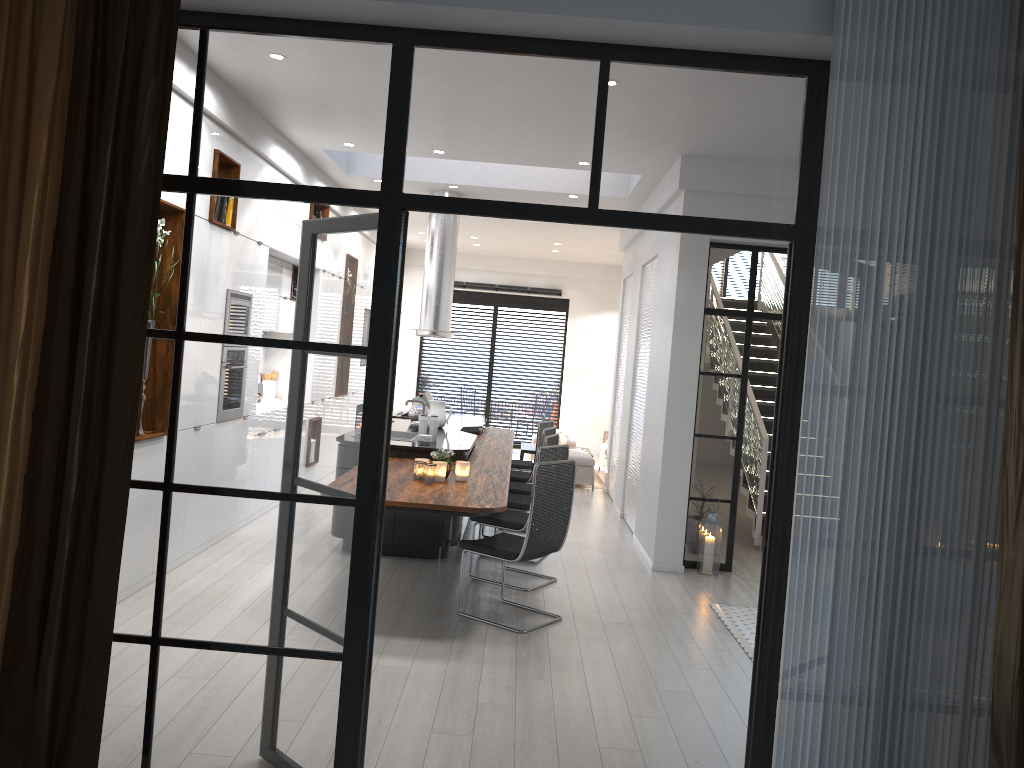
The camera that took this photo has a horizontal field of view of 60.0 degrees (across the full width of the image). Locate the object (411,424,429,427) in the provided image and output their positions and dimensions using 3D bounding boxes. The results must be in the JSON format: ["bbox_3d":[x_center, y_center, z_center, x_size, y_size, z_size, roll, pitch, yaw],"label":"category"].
[{"bbox_3d":[-0.812,0.397,8.254,0.264,0.033,0.264,6,2,37],"label":"object"}]

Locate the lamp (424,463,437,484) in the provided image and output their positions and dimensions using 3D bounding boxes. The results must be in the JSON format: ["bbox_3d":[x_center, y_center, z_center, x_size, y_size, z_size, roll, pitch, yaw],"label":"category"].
[{"bbox_3d":[-0.517,0.565,5.590,0.078,0.120,0.078,4,1,-16],"label":"lamp"}]

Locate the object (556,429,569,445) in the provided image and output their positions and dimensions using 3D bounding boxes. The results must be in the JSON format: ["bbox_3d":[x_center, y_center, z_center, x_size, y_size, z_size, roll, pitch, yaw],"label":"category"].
[{"bbox_3d":[0.673,0.889,13.873,0.418,0.355,0.761,5,2,9],"label":"object"}]

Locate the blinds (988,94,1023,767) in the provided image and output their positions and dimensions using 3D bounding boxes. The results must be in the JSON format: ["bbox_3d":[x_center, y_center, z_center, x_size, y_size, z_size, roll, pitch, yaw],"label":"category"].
[{"bbox_3d":[1.815,0.181,2.594,0.811,3.044,0.255,5,0,1],"label":"blinds"}]

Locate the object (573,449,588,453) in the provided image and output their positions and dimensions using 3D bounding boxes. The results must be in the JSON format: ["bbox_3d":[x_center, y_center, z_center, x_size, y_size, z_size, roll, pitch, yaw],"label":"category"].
[{"bbox_3d":[0.978,0.947,12.594,0.281,0.032,0.533,5,2,13],"label":"object"}]

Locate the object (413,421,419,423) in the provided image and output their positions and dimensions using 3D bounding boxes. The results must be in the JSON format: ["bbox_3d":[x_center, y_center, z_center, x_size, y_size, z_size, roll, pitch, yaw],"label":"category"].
[{"bbox_3d":[-0.810,0.366,8.253,0.229,0.016,0.229,5,2,-3],"label":"object"}]

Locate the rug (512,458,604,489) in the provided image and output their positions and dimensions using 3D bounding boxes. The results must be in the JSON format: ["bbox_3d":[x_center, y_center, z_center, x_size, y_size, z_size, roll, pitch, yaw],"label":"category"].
[{"bbox_3d":[0.459,1.253,12.783,1.623,0.020,2.521,5,2,0],"label":"rug"}]

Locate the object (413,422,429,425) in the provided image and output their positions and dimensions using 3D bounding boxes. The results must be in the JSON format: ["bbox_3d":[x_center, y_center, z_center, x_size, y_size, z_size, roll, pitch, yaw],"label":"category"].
[{"bbox_3d":[-0.810,0.371,8.253,0.229,0.016,0.229,5,2,-3],"label":"object"}]

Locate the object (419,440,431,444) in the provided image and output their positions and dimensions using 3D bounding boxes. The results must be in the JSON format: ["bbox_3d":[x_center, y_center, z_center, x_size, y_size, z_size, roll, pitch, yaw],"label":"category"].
[{"bbox_3d":[-0.692,0.458,7.045,0.111,0.023,0.111,5,2,13],"label":"object"}]

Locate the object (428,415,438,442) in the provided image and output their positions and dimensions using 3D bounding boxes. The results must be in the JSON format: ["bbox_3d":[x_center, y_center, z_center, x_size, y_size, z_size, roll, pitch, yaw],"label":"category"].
[{"bbox_3d":[-0.638,0.359,7.197,0.071,0.219,0.071,5,1,27],"label":"object"}]

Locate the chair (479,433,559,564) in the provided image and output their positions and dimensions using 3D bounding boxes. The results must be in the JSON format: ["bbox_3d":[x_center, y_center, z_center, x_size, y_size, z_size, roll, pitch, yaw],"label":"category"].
[{"bbox_3d":[0.043,0.899,7.327,0.537,1.018,0.470,5,1,16],"label":"chair"}]

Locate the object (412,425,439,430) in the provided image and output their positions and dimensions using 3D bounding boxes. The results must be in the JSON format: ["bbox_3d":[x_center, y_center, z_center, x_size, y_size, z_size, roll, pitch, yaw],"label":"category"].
[{"bbox_3d":[-0.812,0.404,8.254,0.264,0.033,0.264,6,2,37],"label":"object"}]

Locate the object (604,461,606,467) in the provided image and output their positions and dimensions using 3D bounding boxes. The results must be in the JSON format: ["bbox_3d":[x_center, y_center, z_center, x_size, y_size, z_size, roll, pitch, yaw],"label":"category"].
[{"bbox_3d":[1.644,0.956,11.874,0.722,0.493,0.711,5,1,-3],"label":"object"}]

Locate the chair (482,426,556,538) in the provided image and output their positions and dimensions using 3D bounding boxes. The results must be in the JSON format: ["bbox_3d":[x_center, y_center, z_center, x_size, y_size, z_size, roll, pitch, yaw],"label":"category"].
[{"bbox_3d":[0.052,0.876,8.046,0.537,1.018,0.470,5,1,16],"label":"chair"}]

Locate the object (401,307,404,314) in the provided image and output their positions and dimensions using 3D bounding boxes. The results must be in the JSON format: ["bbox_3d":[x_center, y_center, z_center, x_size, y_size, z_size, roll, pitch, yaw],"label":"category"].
[{"bbox_3d":[-2.027,-1.010,14.544,0.480,0.626,0.315,5,1,-8],"label":"object"}]

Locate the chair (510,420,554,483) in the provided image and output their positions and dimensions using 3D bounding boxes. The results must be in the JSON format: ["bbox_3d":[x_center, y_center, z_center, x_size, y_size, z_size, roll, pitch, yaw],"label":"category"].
[{"bbox_3d":[0.059,0.850,8.860,0.537,1.018,0.470,5,1,21],"label":"chair"}]

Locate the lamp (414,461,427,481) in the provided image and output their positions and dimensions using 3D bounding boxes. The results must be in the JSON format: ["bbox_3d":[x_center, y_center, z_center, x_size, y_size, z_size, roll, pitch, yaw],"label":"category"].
[{"bbox_3d":[-0.588,0.557,5.656,0.078,0.120,0.078,4,1,-16],"label":"lamp"}]

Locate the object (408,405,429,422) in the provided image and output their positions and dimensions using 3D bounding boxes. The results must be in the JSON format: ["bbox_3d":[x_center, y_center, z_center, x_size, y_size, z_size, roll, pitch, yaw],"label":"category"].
[{"bbox_3d":[-0.930,0.303,8.874,0.211,0.174,0.211,5,1,7],"label":"object"}]

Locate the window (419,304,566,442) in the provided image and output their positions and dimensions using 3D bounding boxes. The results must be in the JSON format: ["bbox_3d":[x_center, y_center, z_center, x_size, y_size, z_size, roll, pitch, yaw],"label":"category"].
[{"bbox_3d":[2.746,-1.293,16.146,8.565,5.060,0.462,5,0,-1],"label":"window"}]

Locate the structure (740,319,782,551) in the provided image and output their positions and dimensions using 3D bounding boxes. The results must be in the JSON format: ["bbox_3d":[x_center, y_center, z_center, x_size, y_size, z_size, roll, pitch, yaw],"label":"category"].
[{"bbox_3d":[3.644,-0.194,10.214,2.394,3.601,5.804,5,1,1],"label":"structure"}]

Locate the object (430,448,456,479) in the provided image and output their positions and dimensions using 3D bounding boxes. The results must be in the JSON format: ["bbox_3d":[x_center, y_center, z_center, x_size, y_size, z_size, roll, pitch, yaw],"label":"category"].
[{"bbox_3d":[-0.454,0.518,5.826,0.151,0.206,0.157,5,1,18],"label":"object"}]

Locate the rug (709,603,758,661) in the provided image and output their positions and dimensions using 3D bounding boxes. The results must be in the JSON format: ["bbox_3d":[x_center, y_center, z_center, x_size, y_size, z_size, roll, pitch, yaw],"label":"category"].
[{"bbox_3d":[2.516,1.659,5.469,2.276,0.020,1.586,5,2,0],"label":"rug"}]

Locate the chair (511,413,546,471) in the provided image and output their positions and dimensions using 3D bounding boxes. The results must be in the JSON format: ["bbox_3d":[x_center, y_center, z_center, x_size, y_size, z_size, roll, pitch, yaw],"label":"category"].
[{"bbox_3d":[0.059,0.819,9.823,0.537,1.018,0.471,5,1,1],"label":"chair"}]

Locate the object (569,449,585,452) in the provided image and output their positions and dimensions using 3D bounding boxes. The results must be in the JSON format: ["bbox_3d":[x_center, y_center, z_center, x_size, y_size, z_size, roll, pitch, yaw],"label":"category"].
[{"bbox_3d":[0.812,0.946,12.533,0.400,0.010,0.400,5,2,10],"label":"object"}]

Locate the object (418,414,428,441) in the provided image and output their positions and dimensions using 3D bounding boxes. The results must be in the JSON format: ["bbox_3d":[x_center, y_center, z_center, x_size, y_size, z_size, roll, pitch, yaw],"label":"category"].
[{"bbox_3d":[-0.721,0.352,7.189,0.071,0.219,0.071,4,1,-35],"label":"object"}]

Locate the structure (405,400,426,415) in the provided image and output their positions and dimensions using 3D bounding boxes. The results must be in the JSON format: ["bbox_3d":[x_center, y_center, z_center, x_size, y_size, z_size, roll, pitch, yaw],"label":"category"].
[{"bbox_3d":[-0.818,0.291,7.417,0.177,0.310,0.089,5,0,1],"label":"structure"}]

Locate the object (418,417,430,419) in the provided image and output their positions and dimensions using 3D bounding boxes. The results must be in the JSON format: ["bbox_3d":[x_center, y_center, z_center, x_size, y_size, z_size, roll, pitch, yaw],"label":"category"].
[{"bbox_3d":[-0.807,0.335,8.253,0.138,0.051,0.138,4,2,-19],"label":"object"}]

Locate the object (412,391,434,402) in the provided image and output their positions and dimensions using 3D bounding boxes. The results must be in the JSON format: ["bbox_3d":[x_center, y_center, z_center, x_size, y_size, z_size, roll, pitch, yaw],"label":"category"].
[{"bbox_3d":[-0.980,0.173,9.739,0.249,0.212,0.256,6,2,36],"label":"object"}]

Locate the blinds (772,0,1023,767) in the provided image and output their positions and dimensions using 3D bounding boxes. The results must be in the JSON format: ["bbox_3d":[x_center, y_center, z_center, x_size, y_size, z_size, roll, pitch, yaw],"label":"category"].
[{"bbox_3d":[1.531,0.162,2.699,1.301,3.068,0.052,5,0,1],"label":"blinds"}]

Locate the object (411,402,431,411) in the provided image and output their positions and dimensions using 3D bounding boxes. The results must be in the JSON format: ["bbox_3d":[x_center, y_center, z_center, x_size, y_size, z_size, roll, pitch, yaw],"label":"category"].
[{"bbox_3d":[-0.980,0.259,9.742,0.266,0.147,0.252,6,2,44],"label":"object"}]

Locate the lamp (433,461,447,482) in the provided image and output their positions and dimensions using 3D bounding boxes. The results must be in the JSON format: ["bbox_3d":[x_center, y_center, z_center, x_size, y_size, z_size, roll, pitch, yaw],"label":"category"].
[{"bbox_3d":[-0.467,0.563,5.689,0.095,0.124,0.095,5,1,-6],"label":"lamp"}]

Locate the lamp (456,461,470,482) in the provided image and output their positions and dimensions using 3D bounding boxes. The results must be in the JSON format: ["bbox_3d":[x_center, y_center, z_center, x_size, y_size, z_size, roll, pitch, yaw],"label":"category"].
[{"bbox_3d":[-0.326,0.571,5.803,0.096,0.124,0.095,5,1,34],"label":"lamp"}]

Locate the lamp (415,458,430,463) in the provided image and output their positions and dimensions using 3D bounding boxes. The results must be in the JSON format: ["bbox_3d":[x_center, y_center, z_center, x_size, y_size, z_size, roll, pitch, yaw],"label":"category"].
[{"bbox_3d":[-0.588,0.551,5.762,0.095,0.124,0.095,5,1,18],"label":"lamp"}]

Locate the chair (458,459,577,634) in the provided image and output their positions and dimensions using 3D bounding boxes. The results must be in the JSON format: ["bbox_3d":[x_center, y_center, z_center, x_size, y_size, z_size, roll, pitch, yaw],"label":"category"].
[{"bbox_3d":[0.020,0.955,5.570,0.537,1.018,0.470,5,1,36],"label":"chair"}]

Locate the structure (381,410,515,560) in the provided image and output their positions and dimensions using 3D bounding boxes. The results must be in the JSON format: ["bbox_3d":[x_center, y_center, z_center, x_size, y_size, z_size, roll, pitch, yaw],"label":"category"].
[{"bbox_3d":[-0.712,0.893,7.664,1.377,0.887,5.643,5,2,1],"label":"structure"}]

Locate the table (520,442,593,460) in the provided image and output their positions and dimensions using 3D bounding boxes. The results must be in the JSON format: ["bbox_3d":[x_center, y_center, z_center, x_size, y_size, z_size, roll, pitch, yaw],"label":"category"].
[{"bbox_3d":[0.613,1.104,12.725,1.000,0.350,1.000,5,2,1],"label":"table"}]

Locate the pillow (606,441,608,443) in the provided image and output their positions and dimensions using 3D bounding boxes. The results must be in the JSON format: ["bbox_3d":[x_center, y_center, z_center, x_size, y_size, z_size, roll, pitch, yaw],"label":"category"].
[{"bbox_3d":[1.884,0.783,12.542,0.589,0.391,2.030,4,2,-11],"label":"pillow"}]

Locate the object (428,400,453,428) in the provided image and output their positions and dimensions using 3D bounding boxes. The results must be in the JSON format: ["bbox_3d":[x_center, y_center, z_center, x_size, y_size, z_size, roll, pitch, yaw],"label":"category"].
[{"bbox_3d":[-0.708,0.292,8.531,0.211,0.254,0.183,5,1,35],"label":"object"}]

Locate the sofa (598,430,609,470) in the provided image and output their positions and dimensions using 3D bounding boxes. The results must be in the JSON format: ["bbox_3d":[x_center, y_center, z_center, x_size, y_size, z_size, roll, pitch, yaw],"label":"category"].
[{"bbox_3d":[1.783,0.969,12.504,0.898,0.825,2.094,5,2,1],"label":"sofa"}]

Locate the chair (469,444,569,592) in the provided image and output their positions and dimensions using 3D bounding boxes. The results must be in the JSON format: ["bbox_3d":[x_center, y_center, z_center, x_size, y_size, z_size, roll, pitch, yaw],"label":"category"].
[{"bbox_3d":[0.042,0.926,6.509,0.537,1.018,0.470,5,1,31],"label":"chair"}]

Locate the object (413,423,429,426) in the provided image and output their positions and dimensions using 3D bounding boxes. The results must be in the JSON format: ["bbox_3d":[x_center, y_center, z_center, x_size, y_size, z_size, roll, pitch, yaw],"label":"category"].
[{"bbox_3d":[-0.811,0.380,8.253,0.229,0.016,0.229,5,2,-3],"label":"object"}]

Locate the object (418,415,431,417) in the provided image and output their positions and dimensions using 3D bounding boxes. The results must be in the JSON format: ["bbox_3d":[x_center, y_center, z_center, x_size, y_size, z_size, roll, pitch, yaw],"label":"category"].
[{"bbox_3d":[-0.805,0.318,8.253,0.138,0.051,0.138,4,2,-19],"label":"object"}]

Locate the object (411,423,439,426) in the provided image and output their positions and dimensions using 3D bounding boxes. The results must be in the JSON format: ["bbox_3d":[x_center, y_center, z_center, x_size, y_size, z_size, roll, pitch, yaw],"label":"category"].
[{"bbox_3d":[-0.811,0.391,8.253,0.264,0.033,0.264,6,2,37],"label":"object"}]

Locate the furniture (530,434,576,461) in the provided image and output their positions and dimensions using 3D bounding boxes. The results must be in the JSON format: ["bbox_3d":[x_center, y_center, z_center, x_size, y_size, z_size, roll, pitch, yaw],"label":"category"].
[{"bbox_3d":[0.646,1.012,13.926,0.699,0.460,0.700,5,1,1],"label":"furniture"}]

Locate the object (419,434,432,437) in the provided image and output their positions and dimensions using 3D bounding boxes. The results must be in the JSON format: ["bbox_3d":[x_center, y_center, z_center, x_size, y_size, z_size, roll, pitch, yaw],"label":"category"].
[{"bbox_3d":[-0.689,0.419,7.045,0.111,0.023,0.111,5,2,13],"label":"object"}]

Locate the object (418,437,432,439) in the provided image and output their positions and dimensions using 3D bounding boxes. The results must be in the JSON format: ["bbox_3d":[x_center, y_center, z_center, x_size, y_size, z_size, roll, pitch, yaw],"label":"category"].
[{"bbox_3d":[-0.691,0.438,7.045,0.111,0.023,0.111,5,2,13],"label":"object"}]

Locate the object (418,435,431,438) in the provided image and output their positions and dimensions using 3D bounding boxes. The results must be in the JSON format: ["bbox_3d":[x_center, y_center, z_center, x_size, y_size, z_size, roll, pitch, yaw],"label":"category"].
[{"bbox_3d":[-0.690,0.425,7.045,0.111,0.023,0.111,5,2,13],"label":"object"}]

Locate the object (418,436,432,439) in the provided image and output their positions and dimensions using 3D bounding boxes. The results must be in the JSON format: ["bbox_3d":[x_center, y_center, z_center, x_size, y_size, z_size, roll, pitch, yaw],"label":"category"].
[{"bbox_3d":[-0.690,0.432,7.045,0.111,0.023,0.111,5,2,13],"label":"object"}]

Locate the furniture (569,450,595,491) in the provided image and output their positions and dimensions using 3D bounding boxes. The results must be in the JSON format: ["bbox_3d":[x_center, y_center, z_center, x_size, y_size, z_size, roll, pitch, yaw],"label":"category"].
[{"bbox_3d":[0.691,1.092,11.612,0.699,0.460,0.700,5,1,-4],"label":"furniture"}]

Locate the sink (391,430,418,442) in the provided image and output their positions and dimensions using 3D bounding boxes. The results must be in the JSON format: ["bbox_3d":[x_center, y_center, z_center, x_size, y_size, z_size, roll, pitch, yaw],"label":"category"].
[{"bbox_3d":[-1.045,0.499,7.447,0.485,0.152,0.738,5,2,1],"label":"sink"}]

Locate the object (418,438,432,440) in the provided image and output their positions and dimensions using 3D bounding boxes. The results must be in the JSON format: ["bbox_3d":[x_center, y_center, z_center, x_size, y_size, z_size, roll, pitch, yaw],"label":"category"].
[{"bbox_3d":[-0.691,0.445,7.045,0.111,0.023,0.111,5,2,13],"label":"object"}]

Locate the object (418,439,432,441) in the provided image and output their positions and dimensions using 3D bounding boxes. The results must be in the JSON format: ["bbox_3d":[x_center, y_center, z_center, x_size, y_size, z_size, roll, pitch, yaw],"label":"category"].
[{"bbox_3d":[-0.692,0.451,7.045,0.111,0.023,0.111,5,2,13],"label":"object"}]

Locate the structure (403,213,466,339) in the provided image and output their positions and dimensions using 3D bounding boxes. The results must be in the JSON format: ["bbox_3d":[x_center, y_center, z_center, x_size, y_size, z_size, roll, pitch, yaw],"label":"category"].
[{"bbox_3d":[-0.792,-1.297,9.748,0.695,1.608,1.043,5,1,0],"label":"structure"}]

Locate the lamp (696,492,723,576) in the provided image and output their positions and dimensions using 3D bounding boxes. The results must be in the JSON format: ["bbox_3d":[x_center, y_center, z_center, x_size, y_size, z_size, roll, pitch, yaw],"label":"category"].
[{"bbox_3d":[1.615,1.208,7.210,0.148,0.665,0.157,5,0,1],"label":"lamp"}]

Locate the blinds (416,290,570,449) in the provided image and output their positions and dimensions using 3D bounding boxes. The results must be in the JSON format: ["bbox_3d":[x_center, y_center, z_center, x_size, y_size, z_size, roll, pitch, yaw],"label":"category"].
[{"bbox_3d":[-0.375,-0.268,15.845,2.585,2.720,0.358,5,0,1],"label":"blinds"}]

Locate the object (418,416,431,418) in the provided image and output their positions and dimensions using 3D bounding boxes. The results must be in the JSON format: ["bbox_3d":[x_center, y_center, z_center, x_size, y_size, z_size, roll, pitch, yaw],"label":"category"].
[{"bbox_3d":[-0.806,0.329,8.253,0.138,0.051,0.138,4,2,-19],"label":"object"}]

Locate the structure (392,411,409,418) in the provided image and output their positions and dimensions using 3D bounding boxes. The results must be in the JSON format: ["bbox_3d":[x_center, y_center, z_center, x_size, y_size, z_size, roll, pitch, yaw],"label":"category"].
[{"bbox_3d":[-1.013,0.343,9.743,0.502,0.026,0.812,5,2,1],"label":"structure"}]

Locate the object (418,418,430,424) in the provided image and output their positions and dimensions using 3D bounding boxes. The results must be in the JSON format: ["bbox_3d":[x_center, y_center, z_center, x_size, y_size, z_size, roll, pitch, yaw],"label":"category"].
[{"bbox_3d":[-0.808,0.347,8.253,0.138,0.051,0.138,4,2,-19],"label":"object"}]

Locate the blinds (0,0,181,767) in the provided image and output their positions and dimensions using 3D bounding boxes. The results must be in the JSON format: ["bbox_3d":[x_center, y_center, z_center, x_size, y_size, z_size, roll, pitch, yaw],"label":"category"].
[{"bbox_3d":[-1.475,-0.091,2.643,0.811,3.044,0.255,5,0,0],"label":"blinds"}]
